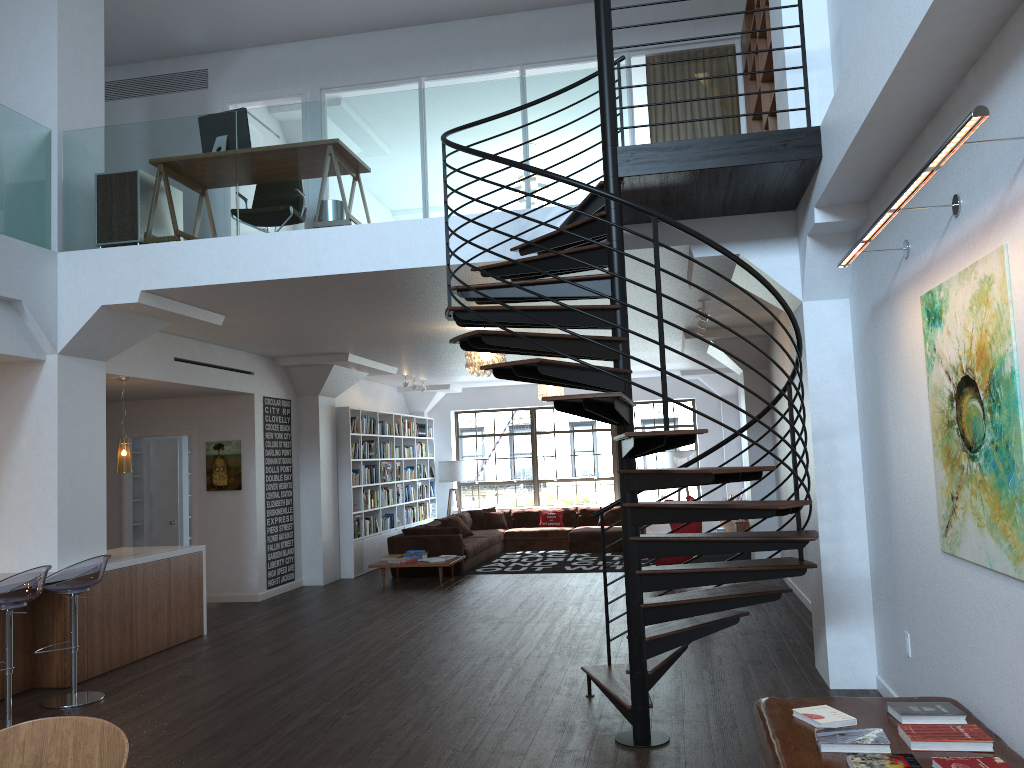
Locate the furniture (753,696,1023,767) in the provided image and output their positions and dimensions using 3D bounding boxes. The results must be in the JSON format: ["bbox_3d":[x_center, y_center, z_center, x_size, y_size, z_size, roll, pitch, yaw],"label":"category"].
[{"bbox_3d":[1.413,1.561,3.183,0.907,0.453,1.819,-3,-5,10],"label":"furniture"}]

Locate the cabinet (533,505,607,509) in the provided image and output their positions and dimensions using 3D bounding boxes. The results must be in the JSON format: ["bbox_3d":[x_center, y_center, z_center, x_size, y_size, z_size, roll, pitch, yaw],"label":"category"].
[{"bbox_3d":[1.172,2.610,16.554,1.520,0.625,0.350,-3,-5,10],"label":"cabinet"}]

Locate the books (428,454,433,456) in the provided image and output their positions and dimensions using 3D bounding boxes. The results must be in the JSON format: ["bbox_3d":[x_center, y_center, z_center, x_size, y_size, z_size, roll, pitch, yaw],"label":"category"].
[{"bbox_3d":[-1.663,1.342,16.783,0.284,0.033,0.197,-5,-5,25],"label":"books"}]

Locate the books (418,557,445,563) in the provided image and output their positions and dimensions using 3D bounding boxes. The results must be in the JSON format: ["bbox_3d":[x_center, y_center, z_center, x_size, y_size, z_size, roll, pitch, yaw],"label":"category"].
[{"bbox_3d":[-1.065,2.321,11.713,0.231,0.040,0.342,2,-6,-40],"label":"books"}]

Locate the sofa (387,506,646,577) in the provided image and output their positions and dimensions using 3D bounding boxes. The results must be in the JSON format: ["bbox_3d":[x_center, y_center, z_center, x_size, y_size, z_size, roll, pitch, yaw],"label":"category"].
[{"bbox_3d":[0.321,2.426,14.173,3.481,0.664,4.197,-3,-5,10],"label":"sofa"}]

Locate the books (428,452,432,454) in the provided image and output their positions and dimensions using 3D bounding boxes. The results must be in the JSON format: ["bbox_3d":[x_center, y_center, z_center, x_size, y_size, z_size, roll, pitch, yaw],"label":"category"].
[{"bbox_3d":[-1.663,1.309,16.780,0.174,0.032,0.254,2,-7,-45],"label":"books"}]

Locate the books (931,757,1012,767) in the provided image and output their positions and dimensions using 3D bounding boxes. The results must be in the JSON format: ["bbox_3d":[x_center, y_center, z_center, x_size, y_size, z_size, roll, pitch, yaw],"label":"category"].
[{"bbox_3d":[1.555,1.296,2.978,0.224,0.036,0.161,-3,-5,4],"label":"books"}]

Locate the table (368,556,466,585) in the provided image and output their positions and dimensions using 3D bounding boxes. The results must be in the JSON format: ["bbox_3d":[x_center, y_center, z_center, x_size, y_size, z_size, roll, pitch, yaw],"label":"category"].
[{"bbox_3d":[-1.251,2.498,11.869,1.100,0.271,0.853,-3,-5,10],"label":"table"}]

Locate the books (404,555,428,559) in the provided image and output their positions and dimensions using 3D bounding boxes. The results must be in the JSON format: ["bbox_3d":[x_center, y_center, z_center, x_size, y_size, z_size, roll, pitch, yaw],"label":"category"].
[{"bbox_3d":[-1.317,2.371,12.175,0.312,0.037,0.216,-2,-5,0],"label":"books"}]

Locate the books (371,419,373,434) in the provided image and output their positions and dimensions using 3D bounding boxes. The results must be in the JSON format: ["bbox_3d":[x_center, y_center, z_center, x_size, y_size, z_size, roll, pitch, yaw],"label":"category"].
[{"bbox_3d":[-2.227,0.660,13.625,0.174,0.243,0.085,-3,-5,10],"label":"books"}]

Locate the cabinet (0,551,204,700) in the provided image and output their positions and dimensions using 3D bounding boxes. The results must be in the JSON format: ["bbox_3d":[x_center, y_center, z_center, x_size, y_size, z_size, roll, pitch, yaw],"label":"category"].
[{"bbox_3d":[-3.841,1.884,6.486,0.898,0.796,4.493,-3,-5,10],"label":"cabinet"}]

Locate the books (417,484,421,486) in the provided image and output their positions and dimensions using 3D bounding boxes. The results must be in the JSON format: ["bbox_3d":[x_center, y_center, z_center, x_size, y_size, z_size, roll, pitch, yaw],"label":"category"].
[{"bbox_3d":[-1.766,1.815,15.937,0.223,0.031,0.161,-3,-5,10],"label":"books"}]

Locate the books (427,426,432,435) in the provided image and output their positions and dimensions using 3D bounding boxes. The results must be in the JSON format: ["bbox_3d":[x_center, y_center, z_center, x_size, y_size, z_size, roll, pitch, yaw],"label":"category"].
[{"bbox_3d":[-1.610,0.921,16.994,0.140,0.231,0.042,-3,-5,10],"label":"books"}]

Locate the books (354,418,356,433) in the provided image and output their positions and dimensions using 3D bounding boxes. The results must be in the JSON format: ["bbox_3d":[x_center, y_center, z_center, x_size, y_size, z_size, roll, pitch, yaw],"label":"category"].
[{"bbox_3d":[-2.353,0.615,12.927,0.161,0.222,0.084,-3,-5,10],"label":"books"}]

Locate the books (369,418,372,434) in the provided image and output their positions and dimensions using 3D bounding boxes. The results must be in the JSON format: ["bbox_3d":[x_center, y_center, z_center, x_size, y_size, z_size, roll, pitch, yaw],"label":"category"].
[{"bbox_3d":[-2.239,0.649,13.540,0.182,0.253,0.098,-3,-5,10],"label":"books"}]

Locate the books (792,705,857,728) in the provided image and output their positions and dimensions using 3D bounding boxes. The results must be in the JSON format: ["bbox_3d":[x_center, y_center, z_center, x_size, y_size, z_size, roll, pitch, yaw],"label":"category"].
[{"bbox_3d":[1.281,1.367,3.645,0.161,0.031,0.223,-1,-5,-12],"label":"books"}]

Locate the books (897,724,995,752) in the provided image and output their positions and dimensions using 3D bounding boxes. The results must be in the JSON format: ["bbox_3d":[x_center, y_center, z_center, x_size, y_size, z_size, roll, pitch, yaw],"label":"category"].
[{"bbox_3d":[1.611,1.317,3.304,0.283,0.043,0.197,-3,-5,10],"label":"books"}]

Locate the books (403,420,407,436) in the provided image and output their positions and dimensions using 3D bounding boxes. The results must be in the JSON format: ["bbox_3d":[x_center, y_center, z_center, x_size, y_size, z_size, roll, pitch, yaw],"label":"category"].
[{"bbox_3d":[-1.913,0.773,15.429,0.176,0.290,0.053,-3,-5,10],"label":"books"}]

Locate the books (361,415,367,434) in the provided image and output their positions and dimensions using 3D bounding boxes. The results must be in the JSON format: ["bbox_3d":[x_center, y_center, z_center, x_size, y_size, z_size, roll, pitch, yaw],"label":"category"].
[{"bbox_3d":[-2.282,0.618,13.380,0.176,0.293,0.125,-3,-5,10],"label":"books"}]

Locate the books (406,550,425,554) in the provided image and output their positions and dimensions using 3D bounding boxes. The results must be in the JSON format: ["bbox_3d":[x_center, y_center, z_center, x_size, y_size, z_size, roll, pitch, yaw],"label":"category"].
[{"bbox_3d":[-1.320,2.305,12.182,0.224,0.027,0.157,-4,-5,15],"label":"books"}]

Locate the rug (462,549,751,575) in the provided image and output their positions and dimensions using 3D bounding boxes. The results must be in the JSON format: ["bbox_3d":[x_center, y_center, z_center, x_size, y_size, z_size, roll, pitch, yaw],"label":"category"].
[{"bbox_3d":[1.577,2.638,13.409,4.200,0.007,3.100,-3,-5,12],"label":"rug"}]

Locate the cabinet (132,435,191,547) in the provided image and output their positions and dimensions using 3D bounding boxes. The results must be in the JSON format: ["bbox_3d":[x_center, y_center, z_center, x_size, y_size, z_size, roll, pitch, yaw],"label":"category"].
[{"bbox_3d":[-4.948,1.350,12.557,0.527,2.991,2.630,-3,-5,10],"label":"cabinet"}]

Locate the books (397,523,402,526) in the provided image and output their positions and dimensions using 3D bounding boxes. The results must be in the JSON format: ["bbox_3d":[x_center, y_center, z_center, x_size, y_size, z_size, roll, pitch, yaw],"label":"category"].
[{"bbox_3d":[-1.999,2.346,14.765,0.284,0.035,0.197,-3,-5,10],"label":"books"}]

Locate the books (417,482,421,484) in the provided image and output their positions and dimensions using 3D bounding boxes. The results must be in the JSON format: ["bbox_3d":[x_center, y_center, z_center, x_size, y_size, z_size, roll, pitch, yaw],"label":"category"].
[{"bbox_3d":[-1.766,1.786,15.947,0.224,0.030,0.161,-4,-5,20],"label":"books"}]

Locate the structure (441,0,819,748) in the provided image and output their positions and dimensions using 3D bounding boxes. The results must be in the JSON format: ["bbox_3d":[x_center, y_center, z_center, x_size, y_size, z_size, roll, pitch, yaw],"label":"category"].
[{"bbox_3d":[0.625,-0.203,5.082,1.998,4.352,1.998,0,-5,-29],"label":"structure"}]

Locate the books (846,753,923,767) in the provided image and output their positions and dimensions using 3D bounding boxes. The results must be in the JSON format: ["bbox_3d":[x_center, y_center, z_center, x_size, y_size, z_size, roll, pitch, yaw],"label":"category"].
[{"bbox_3d":[1.282,1.313,3.053,0.224,0.032,0.161,-3,-5,10],"label":"books"}]

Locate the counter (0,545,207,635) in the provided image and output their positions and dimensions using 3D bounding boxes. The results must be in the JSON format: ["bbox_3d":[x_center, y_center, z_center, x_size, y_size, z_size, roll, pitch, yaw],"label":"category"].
[{"bbox_3d":[-3.233,1.688,4.735,3.039,0.860,8.182,-1,-5,-19],"label":"counter"}]

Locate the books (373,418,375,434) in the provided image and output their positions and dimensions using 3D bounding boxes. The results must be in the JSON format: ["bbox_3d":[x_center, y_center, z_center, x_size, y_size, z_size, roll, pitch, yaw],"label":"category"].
[{"bbox_3d":[-2.210,0.662,13.726,0.182,0.255,0.077,-3,-5,10],"label":"books"}]

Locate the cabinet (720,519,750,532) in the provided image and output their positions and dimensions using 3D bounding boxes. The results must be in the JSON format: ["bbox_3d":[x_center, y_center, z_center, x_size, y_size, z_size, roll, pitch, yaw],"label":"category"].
[{"bbox_3d":[3.557,2.128,13.715,0.459,0.350,4.501,-3,-5,10],"label":"cabinet"}]

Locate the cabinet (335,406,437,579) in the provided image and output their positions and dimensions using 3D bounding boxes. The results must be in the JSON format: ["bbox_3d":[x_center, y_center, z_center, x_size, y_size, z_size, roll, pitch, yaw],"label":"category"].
[{"bbox_3d":[-2.089,1.702,14.776,0.461,2.414,4.500,-3,-5,10],"label":"cabinet"}]

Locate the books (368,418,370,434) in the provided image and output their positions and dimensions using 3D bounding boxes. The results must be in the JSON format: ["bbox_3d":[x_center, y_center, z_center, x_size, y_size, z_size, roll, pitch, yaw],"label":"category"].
[{"bbox_3d":[-2.247,0.649,13.508,0.159,0.248,0.089,-3,-5,10],"label":"books"}]

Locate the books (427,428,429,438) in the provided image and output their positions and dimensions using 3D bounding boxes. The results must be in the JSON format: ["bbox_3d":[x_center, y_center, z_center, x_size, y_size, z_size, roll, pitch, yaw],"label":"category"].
[{"bbox_3d":[-1.646,0.932,16.787,0.128,0.178,0.022,-3,-5,10],"label":"books"}]

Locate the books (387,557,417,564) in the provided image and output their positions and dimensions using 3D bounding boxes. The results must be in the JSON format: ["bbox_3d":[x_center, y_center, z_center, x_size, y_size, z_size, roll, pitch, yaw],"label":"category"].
[{"bbox_3d":[-1.459,2.346,11.792,0.236,0.035,0.340,-6,-6,35],"label":"books"}]

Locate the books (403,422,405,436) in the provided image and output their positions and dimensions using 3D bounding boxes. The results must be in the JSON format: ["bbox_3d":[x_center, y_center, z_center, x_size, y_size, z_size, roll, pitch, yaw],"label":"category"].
[{"bbox_3d":[-1.936,0.788,15.300,0.159,0.241,0.038,-3,-5,10],"label":"books"}]

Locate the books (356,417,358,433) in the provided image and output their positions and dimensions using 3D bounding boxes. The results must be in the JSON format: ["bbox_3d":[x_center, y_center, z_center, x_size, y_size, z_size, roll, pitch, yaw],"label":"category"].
[{"bbox_3d":[-2.347,0.606,13.002,0.170,0.251,0.118,-3,-5,10],"label":"books"}]

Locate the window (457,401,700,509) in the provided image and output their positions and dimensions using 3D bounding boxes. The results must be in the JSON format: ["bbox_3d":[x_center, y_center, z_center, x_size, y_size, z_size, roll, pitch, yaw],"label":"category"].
[{"bbox_3d":[1.213,1.393,17.194,4.648,1.905,0.114,-3,-5,10],"label":"window"}]

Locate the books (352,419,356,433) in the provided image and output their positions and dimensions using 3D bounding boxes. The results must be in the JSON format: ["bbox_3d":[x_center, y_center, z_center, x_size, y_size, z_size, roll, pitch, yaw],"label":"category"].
[{"bbox_3d":[-2.361,0.615,12.893,0.161,0.218,0.101,-3,-5,10],"label":"books"}]

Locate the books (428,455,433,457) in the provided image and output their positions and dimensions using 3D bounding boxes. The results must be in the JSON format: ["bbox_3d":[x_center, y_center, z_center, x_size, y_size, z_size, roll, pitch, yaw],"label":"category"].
[{"bbox_3d":[-1.661,1.376,16.780,0.284,0.035,0.197,-7,-6,40],"label":"books"}]

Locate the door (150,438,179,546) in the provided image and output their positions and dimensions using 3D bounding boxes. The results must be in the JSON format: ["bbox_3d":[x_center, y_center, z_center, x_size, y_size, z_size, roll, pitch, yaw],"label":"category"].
[{"bbox_3d":[-4.823,1.755,11.839,0.826,2.032,0.174,-3,-5,10],"label":"door"}]

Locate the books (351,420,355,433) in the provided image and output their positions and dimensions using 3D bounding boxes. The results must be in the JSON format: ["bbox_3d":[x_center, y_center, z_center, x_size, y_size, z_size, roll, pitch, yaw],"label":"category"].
[{"bbox_3d":[-2.381,0.616,12.831,0.167,0.210,0.162,-3,-5,10],"label":"books"}]

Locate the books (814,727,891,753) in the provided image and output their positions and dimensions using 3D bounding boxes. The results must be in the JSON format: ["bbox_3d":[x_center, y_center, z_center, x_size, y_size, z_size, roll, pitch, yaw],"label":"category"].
[{"bbox_3d":[1.273,1.335,3.323,0.247,0.040,0.185,-4,-5,13],"label":"books"}]

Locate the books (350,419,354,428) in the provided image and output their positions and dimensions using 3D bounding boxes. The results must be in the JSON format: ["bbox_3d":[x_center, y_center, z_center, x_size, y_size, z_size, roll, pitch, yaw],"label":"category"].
[{"bbox_3d":[-2.389,0.605,12.741,0.182,0.215,0.188,-3,-5,10],"label":"books"}]

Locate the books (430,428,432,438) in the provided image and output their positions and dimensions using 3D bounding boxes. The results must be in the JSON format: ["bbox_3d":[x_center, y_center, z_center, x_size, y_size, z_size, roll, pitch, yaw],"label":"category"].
[{"bbox_3d":[-1.612,0.938,16.952,0.139,0.191,0.036,-3,-5,10],"label":"books"}]

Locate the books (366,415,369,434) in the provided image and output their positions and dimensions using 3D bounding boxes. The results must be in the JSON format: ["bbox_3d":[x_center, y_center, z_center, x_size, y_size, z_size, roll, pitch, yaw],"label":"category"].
[{"bbox_3d":[-2.275,0.624,13.442,0.197,0.290,0.136,-3,-5,10],"label":"books"}]

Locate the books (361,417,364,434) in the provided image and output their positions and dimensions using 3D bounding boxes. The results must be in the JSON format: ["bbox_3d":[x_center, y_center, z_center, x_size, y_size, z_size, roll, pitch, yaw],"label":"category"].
[{"bbox_3d":[-2.304,0.627,13.240,0.170,0.251,0.118,-3,-5,10],"label":"books"}]

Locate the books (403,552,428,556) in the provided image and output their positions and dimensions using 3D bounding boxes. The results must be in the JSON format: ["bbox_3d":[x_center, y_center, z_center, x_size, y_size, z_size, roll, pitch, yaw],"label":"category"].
[{"bbox_3d":[-1.323,2.336,12.182,0.279,0.035,0.191,-4,-5,20],"label":"books"}]

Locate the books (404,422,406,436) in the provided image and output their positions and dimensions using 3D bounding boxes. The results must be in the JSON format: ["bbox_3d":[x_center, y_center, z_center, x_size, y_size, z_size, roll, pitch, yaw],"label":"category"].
[{"bbox_3d":[-1.924,0.789,15.345,0.171,0.246,0.057,-3,-5,10],"label":"books"}]

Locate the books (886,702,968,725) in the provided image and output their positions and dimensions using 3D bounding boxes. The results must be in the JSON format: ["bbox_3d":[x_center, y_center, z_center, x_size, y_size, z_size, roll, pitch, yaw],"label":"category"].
[{"bbox_3d":[1.687,1.341,3.614,0.254,0.044,0.183,-3,-5,5],"label":"books"}]

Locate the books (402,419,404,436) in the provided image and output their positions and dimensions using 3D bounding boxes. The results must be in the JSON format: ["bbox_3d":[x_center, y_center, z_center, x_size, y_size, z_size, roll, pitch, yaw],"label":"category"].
[{"bbox_3d":[-1.931,0.752,15.211,0.140,0.298,0.044,-3,-5,10],"label":"books"}]

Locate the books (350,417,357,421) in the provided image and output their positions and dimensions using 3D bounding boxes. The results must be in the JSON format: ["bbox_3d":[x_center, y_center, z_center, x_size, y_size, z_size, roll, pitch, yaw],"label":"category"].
[{"bbox_3d":[-2.356,0.605,12.959,0.159,0.248,0.089,-3,-5,10],"label":"books"}]

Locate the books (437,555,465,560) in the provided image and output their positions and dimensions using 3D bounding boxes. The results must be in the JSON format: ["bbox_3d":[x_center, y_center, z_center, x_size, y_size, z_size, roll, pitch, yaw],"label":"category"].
[{"bbox_3d":[-0.851,2.339,12.023,0.256,0.035,0.350,-6,-6,35],"label":"books"}]

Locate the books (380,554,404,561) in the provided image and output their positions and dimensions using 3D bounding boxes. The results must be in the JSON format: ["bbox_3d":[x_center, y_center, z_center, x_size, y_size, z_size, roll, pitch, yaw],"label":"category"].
[{"bbox_3d":[-1.640,2.381,12.172,0.241,0.045,0.334,-3,-5,12],"label":"books"}]

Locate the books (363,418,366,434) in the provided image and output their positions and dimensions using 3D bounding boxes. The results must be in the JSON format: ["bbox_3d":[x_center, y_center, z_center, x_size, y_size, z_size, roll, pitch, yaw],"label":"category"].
[{"bbox_3d":[-2.291,0.635,13.291,0.174,0.242,0.105,-3,-5,10],"label":"books"}]
